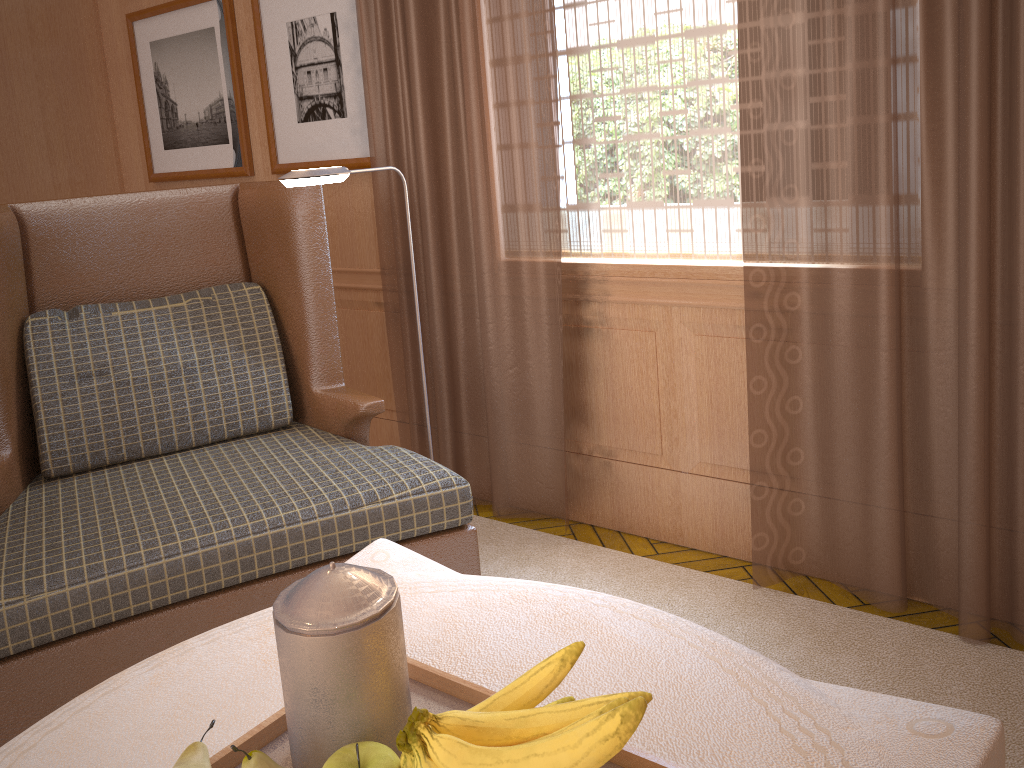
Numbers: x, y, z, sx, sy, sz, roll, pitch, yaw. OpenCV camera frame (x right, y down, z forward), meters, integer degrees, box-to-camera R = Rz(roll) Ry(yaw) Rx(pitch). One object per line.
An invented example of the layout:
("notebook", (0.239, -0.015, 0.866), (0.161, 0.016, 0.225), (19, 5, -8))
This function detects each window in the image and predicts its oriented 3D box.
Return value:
("window", (0.900, -2.241, 4.262), (2.442, 3.316, 0.861), (4, 13, 37))

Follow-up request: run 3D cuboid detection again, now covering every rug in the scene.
("rug", (-1.699, 1.914, 1.211), (6.021, 0.020, 8.112), (7, 19, 36))

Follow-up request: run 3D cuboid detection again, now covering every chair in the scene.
("chair", (-1.406, 0.192, 3.706), (1.926, 1.937, 1.744), (-11, 13, -27))

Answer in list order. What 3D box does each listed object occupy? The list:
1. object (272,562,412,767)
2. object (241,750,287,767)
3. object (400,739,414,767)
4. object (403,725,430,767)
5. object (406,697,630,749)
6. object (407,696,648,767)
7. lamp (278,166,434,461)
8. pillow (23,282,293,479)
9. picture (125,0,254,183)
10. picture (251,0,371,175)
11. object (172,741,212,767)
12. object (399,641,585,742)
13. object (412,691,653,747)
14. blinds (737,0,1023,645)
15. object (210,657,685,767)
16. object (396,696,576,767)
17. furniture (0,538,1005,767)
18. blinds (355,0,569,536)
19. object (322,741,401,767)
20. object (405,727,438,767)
("object", (-0.323, 0.525, 1.687), (0.234, 0.385, 0.239), (-4, 11, 5))
("object", (-0.416, 0.710, 1.526), (0.130, 0.193, 0.132), (-8, 11, -16))
("object", (-0.006, 0.638, 1.561), (0.397, 0.179, 0.062), (-11, 11, -23))
("object", (0.016, 0.655, 1.468), (0.385, 0.196, 0.063), (-4, 9, 3))
("object", (0.015, 0.604, 1.484), (0.376, 0.169, 0.066), (-4, 10, 4))
("object", (0.016, 0.578, 1.410), (0.403, 0.166, 0.072), (-1, 11, 14))
("lamp", (-0.565, 0.062, 3.836), (0.564, 1.989, 0.642), (-5, 9, 0))
("pillow", (-1.620, -0.054, 4.067), (1.083, 0.694, 0.545), (-12, 13, -27))
("picture", (-2.316, -2.082, 6.267), (1.254, 1.226, 0.048), (5, 13, 37))
("picture", (-1.215, -1.941, 5.433), (1.053, 1.226, 0.048), (4, 13, 37))
("object", (-0.581, 0.730, 1.549), (0.134, 0.126, 0.196), (-12, 15, -31))
("object", (-0.042, 0.579, 1.590), (0.379, 0.156, 0.105), (-13, 13, -28))
("object", (0.037, 0.575, 1.523), (0.408, 0.126, 0.093), (-6, 11, -4))
("blinds", (1.551, -1.342, 3.255), (1.451, 4.702, 0.271), (2, 11, 36))
("object", (-0.182, 0.749, 1.527), (0.804, 0.059, 0.651), (7, 19, 36))
("object", (-0.048, 0.627, 1.609), (0.397, 0.182, 0.072), (-16, 14, -37))
("furniture", (-0.211, 1.205, 1.646), (1.956, 0.882, 1.991), (5, 17, 34))
("blinds", (-0.302, -1.574, 4.656), (1.433, 4.712, 0.270), (3, 12, 39))
("object", (-0.258, 0.704, 1.510), (0.156, 0.132, 0.162), (7, 17, 41))
("object", (0.016, 0.657, 1.410), (0.396, 0.169, 0.074), (-1, 10, 13))
